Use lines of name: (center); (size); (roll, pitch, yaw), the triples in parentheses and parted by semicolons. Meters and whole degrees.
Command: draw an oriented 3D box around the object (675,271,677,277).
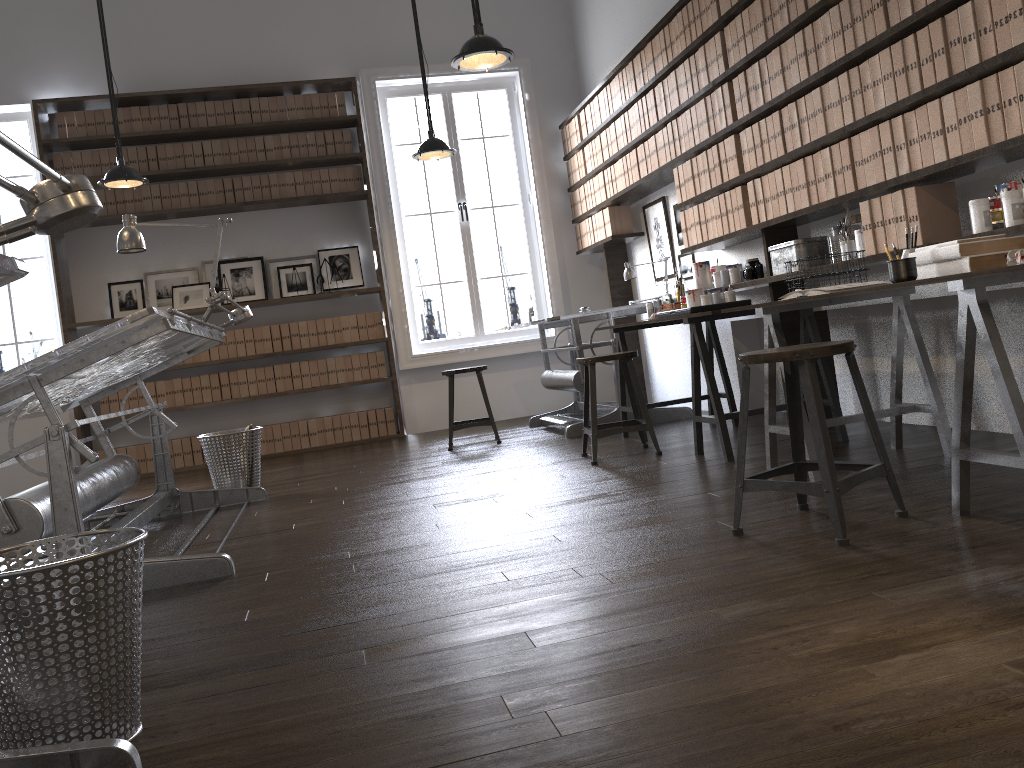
object: (0.976, -0.576, 5.168); (0.008, 0.186, 0.071); (-8, 0, -11)

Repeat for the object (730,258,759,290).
object: (1.303, -0.609, 4.912); (0.106, 0.161, 0.237); (-7, 2, 44)

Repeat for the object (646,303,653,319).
object: (0.854, -0.441, 5.383); (0.068, 0.104, 0.068); (-8, 1, -7)

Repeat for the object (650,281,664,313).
object: (0.872, -0.503, 5.318); (0.068, 0.230, 0.069); (-8, 0, -15)

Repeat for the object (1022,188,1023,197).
object: (1.751, -0.603, 2.880); (0.205, 0.162, 0.094); (-8, 0, -10)

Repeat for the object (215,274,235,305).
object: (-2.318, -0.751, 7.092); (0.175, 0.260, 0.040); (-8, 0, -12)

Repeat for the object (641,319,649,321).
object: (0.804, -0.375, 5.106); (0.157, 0.006, 0.006); (-10, 2, -32)

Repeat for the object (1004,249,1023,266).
object: (1.396, -0.344, 2.335); (0.132, 0.050, 0.196); (-10, 3, -41)

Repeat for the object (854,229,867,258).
object: (1.517, -0.598, 3.775); (0.094, 0.128, 0.095); (-8, 1, -5)

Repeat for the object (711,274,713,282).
object: (1.236, -0.630, 5.398); (0.062, 0.111, 0.061); (-8, 0, -13)

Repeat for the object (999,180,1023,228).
object: (1.714, -0.604, 3.004); (0.094, 0.162, 0.094); (-8, 0, -16)

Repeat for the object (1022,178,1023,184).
object: (1.710, -0.609, 2.920); (0.036, 0.149, 0.005); (-8, 0, 11)

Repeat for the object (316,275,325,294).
object: (-1.562, -0.813, 7.237); (0.066, 0.166, 0.040); (-8, 0, -12)

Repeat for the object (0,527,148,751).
object: (-0.850, 0.500, 1.666); (0.352, 0.378, 0.353); (-8, 1, 10)

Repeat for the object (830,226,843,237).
object: (1.550, -0.648, 4.167); (0.079, 0.188, 0.078); (-8, 0, -33)

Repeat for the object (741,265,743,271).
object: (1.319, -0.629, 5.070); (0.004, 0.103, 0.035); (-8, 0, 8)

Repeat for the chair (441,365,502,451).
chair: (-0.287, 0.155, 5.975); (0.358, 0.528, 0.371); (-8, 1, -3)

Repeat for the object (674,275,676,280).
object: (0.969, -0.561, 5.160); (0.037, 0.153, 0.005); (-8, 0, -16)

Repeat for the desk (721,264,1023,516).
desk: (1.394, -0.008, 2.894); (0.656, 0.669, 1.667); (-8, 2, -12)

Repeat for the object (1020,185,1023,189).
object: (1.715, -0.600, 2.939); (0.035, 0.130, 0.004); (-8, 0, 13)

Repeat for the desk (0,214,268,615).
desk: (-1.660, 0.004, 3.832); (1.078, 1.386, 2.278); (-8, 2, -12)

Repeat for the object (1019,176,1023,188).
object: (1.703, -0.607, 2.926); (0.029, 0.169, 0.004); (-8, 0, 10)

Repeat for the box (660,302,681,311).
box: (0.974, -0.440, 5.188); (0.138, 0.083, 0.211); (-8, 2, -12)

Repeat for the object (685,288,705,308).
object: (1.031, -0.460, 4.964); (0.104, 0.142, 0.104); (-8, 1, -19)

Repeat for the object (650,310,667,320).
object: (0.837, -0.390, 5.007); (0.132, 0.050, 0.197); (-7, 3, 18)

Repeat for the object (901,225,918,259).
object: (1.478, -0.479, 3.280); (0.101, 0.209, 0.102); (-8, 0, 33)

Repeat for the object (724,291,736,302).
object: (1.179, -0.453, 4.779); (0.061, 0.094, 0.062); (-7, 1, 37)

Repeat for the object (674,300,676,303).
object: (0.999, -0.463, 5.423); (0.068, 0.104, 0.068); (-8, 1, -16)

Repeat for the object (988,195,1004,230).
object: (1.673, -0.585, 3.058); (0.044, 0.128, 0.045); (-8, 0, -11)

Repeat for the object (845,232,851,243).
object: (1.480, -0.608, 3.871); (0.008, 0.125, 0.041); (-8, 0, -23)

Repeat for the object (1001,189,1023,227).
object: (1.646, -0.573, 2.904); (0.062, 0.119, 0.061); (-8, 0, -43)

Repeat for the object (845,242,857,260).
object: (1.543, -0.588, 3.853); (0.181, 0.093, 0.062); (-8, 1, 2)

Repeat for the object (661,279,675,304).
object: (0.941, -0.517, 5.333); (0.068, 0.237, 0.069); (-8, 0, -15)

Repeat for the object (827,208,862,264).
object: (1.497, -0.683, 4.012); (0.157, 0.272, 0.181); (-8, 1, -28)

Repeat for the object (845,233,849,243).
object: (1.475, -0.600, 3.874); (0.004, 0.127, 0.028); (-8, 0, -13)

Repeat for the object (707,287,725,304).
object: (1.146, -0.469, 4.939); (0.094, 0.128, 0.095); (-8, 1, -8)

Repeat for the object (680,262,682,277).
object: (0.988, -0.598, 5.160); (0.021, 0.228, 0.007); (-8, 0, 0)

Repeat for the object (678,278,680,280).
object: (1.024, -0.526, 5.351); (0.068, 0.230, 0.069); (-8, 0, -15)

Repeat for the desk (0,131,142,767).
desk: (-0.974, 0.060, 0.552); (1.078, 1.386, 2.067); (-8, 2, -12)

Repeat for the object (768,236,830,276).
object: (1.419, -0.628, 4.378); (0.193, 0.152, 0.317); (-8, 2, -12)

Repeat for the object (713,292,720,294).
object: (1.130, -0.451, 4.872); (0.044, 0.101, 0.045); (-8, 0, -12)

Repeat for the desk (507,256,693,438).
desk: (0.640, -0.278, 6.214); (1.072, 1.098, 1.268); (-8, 1, -12)

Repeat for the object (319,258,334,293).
object: (-1.520, -0.891, 7.285); (0.118, 0.304, 0.040); (-8, 0, -12)

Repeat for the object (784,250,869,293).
object: (1.285, -0.444, 3.618); (0.284, 0.161, 0.203); (-8, 2, -12)

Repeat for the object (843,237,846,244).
object: (1.463, -0.594, 3.864); (0.004, 0.103, 0.035); (-8, 0, -16)

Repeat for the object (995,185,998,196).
object: (1.715, -0.617, 3.106); (0.009, 0.169, 0.041); (-8, 0, -8)

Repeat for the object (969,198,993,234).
object: (1.613, -0.575, 3.045); (0.061, 0.119, 0.062); (-8, 0, 38)

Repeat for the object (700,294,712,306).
object: (1.069, -0.442, 4.859); (0.061, 0.094, 0.062); (-8, 1, 28)

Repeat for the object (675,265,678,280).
object: (0.967, -0.586, 5.151); (0.007, 0.214, 0.055); (-8, 0, 24)

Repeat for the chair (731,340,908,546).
chair: (0.854, 0.156, 2.557); (0.359, 0.528, 0.370); (-8, 1, -38)

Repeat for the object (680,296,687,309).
object: (0.982, -0.442, 5.021); (0.049, 0.112, 0.049); (-8, 0, -15)

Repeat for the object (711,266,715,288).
object: (1.229, -0.640, 5.327); (0.051, 0.139, 0.050); (-8, 0, -14)

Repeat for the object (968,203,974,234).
object: (1.644, -0.582, 3.108); (0.063, 0.118, 0.063); (-8, 0, 29)

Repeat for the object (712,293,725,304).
object: (1.123, -0.447, 4.814); (0.062, 0.093, 0.063); (-7, 1, 37)

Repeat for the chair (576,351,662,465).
chair: (0.518, 0.112, 4.502); (0.358, 0.528, 0.371); (-8, 1, -3)

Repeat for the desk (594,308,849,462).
desk: (1.034, -0.038, 4.620); (0.656, 0.669, 1.667); (-8, 2, -12)

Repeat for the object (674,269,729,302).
object: (1.115, -0.570, 5.136); (0.344, 0.146, 0.077); (-7, 0, 11)

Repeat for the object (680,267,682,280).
object: (0.983, -0.582, 5.150); (0.006, 0.193, 0.055); (-8, 0, -13)

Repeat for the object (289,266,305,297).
object: (-1.760, -0.833, 7.224); (0.124, 0.260, 0.040); (-8, 0, -12)

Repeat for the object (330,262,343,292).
object: (-1.456, -0.880, 7.326); (0.111, 0.262, 0.040); (-8, 0, -12)
